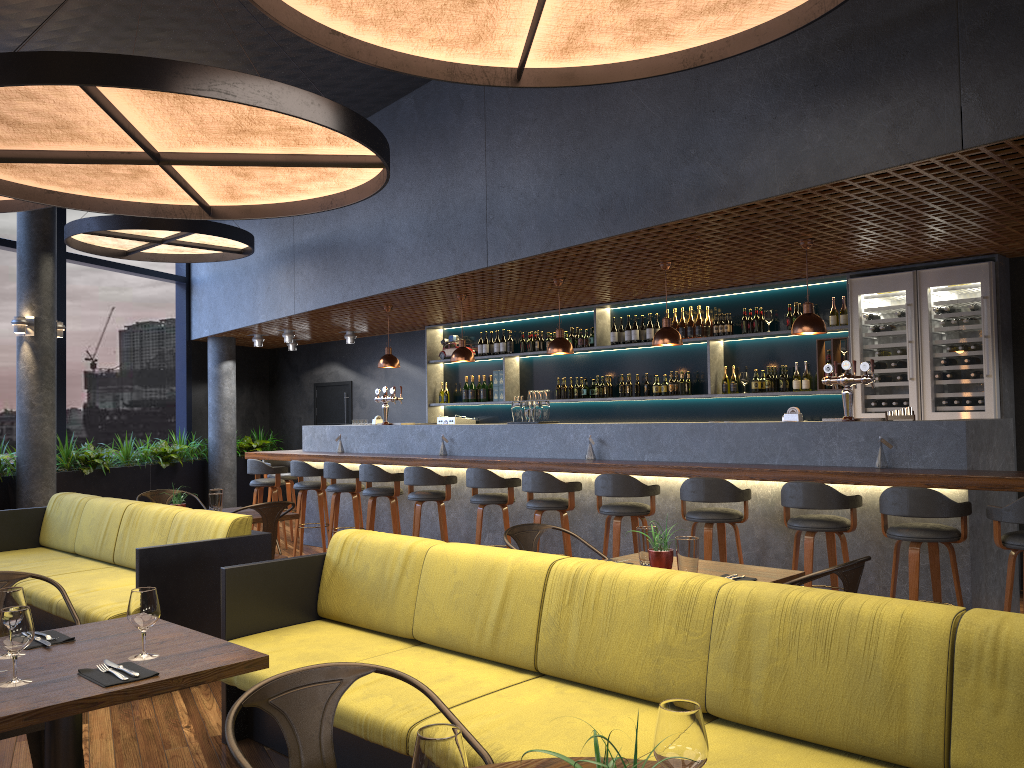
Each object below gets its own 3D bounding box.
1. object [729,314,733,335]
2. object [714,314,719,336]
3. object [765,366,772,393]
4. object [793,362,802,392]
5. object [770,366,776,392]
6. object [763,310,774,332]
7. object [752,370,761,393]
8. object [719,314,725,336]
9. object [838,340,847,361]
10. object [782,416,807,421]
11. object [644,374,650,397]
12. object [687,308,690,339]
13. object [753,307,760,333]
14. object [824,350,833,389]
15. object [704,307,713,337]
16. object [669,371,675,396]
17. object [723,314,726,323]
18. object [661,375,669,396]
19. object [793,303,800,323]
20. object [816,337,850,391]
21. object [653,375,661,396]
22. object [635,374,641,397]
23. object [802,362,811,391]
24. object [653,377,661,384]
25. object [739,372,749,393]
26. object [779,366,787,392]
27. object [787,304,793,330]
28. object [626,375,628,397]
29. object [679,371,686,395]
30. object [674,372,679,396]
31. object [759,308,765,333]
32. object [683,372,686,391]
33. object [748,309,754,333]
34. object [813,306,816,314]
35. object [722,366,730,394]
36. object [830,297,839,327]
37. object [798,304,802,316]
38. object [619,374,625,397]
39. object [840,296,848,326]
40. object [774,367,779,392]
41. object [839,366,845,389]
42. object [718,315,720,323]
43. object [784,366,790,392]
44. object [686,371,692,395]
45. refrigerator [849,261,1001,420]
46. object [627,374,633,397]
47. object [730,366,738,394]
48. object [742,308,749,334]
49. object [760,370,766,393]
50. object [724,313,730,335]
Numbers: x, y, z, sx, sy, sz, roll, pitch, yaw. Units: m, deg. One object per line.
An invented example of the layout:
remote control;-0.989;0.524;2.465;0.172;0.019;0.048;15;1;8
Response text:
object;2.186;-0.592;8.879;0.056;0.227;0.056;1;-3;-44
object;2.056;-0.588;8.919;0.056;0.227;0.056;-1;-2;6
object;2.457;-0.044;8.492;0.063;0.254;0.063;1;-3;-43
object;2.697;-0.067;8.393;0.079;0.281;0.079;-2;-2;18
object;2.508;-0.043;8.554;0.063;0.254;0.063;0;-2;-18
object;2.468;-0.600;8.524;0.097;0.206;0.097;-1;-2;13
object;2.368;-0.024;8.600;0.088;0.224;0.088;-1;-2;14
object;2.100;-0.590;8.877;0.056;0.227;0.056;-2;-2;21
object;3.015;-0.293;8.051;0.097;0.206;0.097;-1;-2;-6
object;2.704;0.542;8.390;0.310;0.492;0.204;-3;-3;44
object;1.469;0.014;9.648;0.063;0.254;0.063;-1;-2;2
object;1.862;-0.626;9.239;0.084;0.330;0.084;1;-3;-39
object;2.375;-0.619;8.607;0.063;0.254;0.063;-2;-2;16
object;2.913;-0.131;8.146;0.091;0.369;0.092;-1;-2;13
object;2.021;-0.633;9.131;0.084;0.330;0.084;1;-3;-39
object;1.667;-0.004;9.255;0.063;0.254;0.063;-3;-3;37
object;2.141;-0.589;8.922;0.056;0.227;0.056;-1;-2;6
object;1.623;0.016;9.381;0.088;0.224;0.088;0;-2;-31
object;2.662;-0.634;8.301;0.063;0.254;0.063;0;-2;-18
object;2.962;-0.179;8.096;0.300;0.475;0.161;-3;-3;44
object;1.546;0.020;9.456;0.088;0.224;0.088;-1;-2;14
object;1.379;0.018;9.726;0.063;0.254;0.063;-2;-2;16
object;2.764;-0.070;8.328;0.079;0.281;0.079;-3;-3;38
object;1.569;0.033;9.587;0.097;0.206;0.097;0;-2;-15
object;2.284;-0.010;8.717;0.097;0.206;0.097;-1;-2;13
object;2.581;-0.048;8.448;0.063;0.254;0.063;-1;-2;7
object;2.636;-0.630;8.410;0.063;0.254;0.063;-1;-2;-4
object;1.288;0.022;9.813;0.063;0.254;0.063;-2;-2;31
object;1.765;-0.008;9.194;0.063;0.254;0.063;1;-3;-39
object;1.734;-0.002;9.326;0.063;0.254;0.063;0;-2;-18
object;2.440;-0.617;8.675;0.063;0.254;0.063;-2;-2;31
object;1.804;-0.002;9.373;0.063;0.254;0.063;0;-2;-19
object;2.356;-0.613;8.754;0.063;0.254;0.063;-1;-2;6
object;2.780;-0.615;8.244;0.097;0.206;0.097;-1;-2;13
object;2.151;-0.038;8.922;0.079;0.281;0.079;1;-3;-42
object;2.959;-0.658;8.148;0.079;0.281;0.079;1;-3;-37
object;2.722;-0.632;8.384;0.063;0.254;0.063;-1;-2;7
object;1.210;0.021;9.735;0.063;0.254;0.063;-2;-2;16
object;3.028;-0.661;8.082;0.079;0.281;0.079;-1;-2;13
object;2.560;-0.042;8.620;0.063;0.254;0.063;-1;-2;7
object;3.019;-0.059;8.042;0.097;0.206;0.097;-1;-2;-6
object;2.099;-0.587;8.963;0.056;0.227;0.056;1;-3;-44
object;2.633;-0.047;8.513;0.063;0.254;0.063;1;-3;-38
object;1.846;-0.007;9.265;0.063;0.254;0.063;-2;-2;16
refrigerator;3.517;0.105;7.498;1.159;2.109;0.454;-3;-3;44
object;1.282;0.017;9.665;0.063;0.254;0.063;-1;-2;-9
object;2.217;-0.041;8.857;0.079;0.281;0.079;-2;-2;23
object;2.282;-0.614;8.686;0.063;0.254;0.063;-3;-3;41
object;2.456;-0.023;8.668;0.088;0.224;0.088;-3;-3;39
object;2.144;-0.593;8.835;0.056;0.227;0.056;-2;-2;31
